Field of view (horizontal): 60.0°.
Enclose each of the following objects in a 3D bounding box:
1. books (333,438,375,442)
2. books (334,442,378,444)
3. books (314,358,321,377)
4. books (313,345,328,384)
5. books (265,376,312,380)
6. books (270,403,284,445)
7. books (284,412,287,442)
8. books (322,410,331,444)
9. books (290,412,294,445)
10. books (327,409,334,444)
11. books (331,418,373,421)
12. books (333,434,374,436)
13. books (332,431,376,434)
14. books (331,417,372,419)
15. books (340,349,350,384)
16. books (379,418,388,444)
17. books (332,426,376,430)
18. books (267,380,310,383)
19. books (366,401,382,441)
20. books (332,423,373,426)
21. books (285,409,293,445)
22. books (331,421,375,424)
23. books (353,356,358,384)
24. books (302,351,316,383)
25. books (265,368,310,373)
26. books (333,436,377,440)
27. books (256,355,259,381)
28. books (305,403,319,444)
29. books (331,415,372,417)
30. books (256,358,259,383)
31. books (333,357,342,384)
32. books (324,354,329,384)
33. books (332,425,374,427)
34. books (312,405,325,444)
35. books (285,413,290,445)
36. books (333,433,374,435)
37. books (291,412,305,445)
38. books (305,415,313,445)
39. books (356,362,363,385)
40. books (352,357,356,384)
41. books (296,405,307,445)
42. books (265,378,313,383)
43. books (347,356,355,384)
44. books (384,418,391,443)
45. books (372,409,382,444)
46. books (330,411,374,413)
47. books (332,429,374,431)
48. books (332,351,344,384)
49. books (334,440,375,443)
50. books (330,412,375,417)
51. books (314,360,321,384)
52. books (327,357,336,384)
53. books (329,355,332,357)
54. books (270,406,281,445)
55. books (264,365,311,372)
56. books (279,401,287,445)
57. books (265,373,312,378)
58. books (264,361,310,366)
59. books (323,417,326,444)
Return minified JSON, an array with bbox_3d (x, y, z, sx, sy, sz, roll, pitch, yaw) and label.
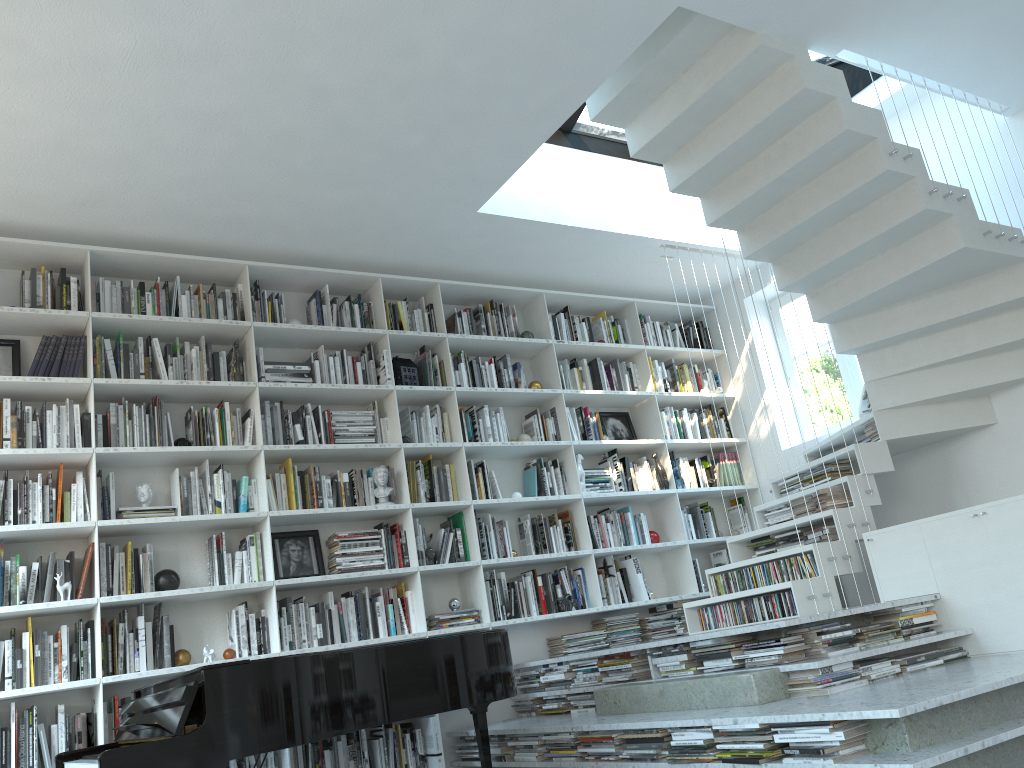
[{"bbox_3d":[-0.978,0.358,5.365,0.254,0.012,0.161,2,-21,-33],"label":"books"},{"bbox_3d":[-0.974,0.381,5.358,0.285,0.012,0.160,1,-20,-31],"label":"books"},{"bbox_3d":[-1.199,-0.028,5.399,0.024,0.222,0.129,1,-20,-32],"label":"books"},{"bbox_3d":[-1.168,-0.070,5.385,0.011,0.283,0.190,1,-20,-32],"label":"books"},{"bbox_3d":[-1.353,-0.007,5.270,0.285,0.012,0.160,2,-21,-34],"label":"books"},{"bbox_3d":[-1.372,0.272,5.146,0.029,0.294,0.151,1,-20,-32],"label":"books"},{"bbox_3d":[-1.340,0.292,5.152,0.011,0.251,0.153,1,-20,-32],"label":"books"},{"bbox_3d":[-1.125,0.298,5.279,0.015,0.244,0.183,1,-20,-32],"label":"books"},{"bbox_3d":[-1.305,0.298,5.169,0.011,0.239,0.148,1,-20,-32],"label":"books"},{"bbox_3d":[-1.107,0.294,5.277,0.013,0.246,0.177,1,-20,-32],"label":"books"},{"bbox_3d":[-0.994,0.241,5.392,0.254,0.012,0.161,0,-19,-28],"label":"books"},{"bbox_3d":[-0.981,0.335,5.370,0.254,0.012,0.161,1,-20,-30],"label":"books"},{"bbox_3d":[-0.986,0.313,5.379,0.285,0.012,0.160,1,-20,-31],"label":"books"},{"bbox_3d":[-0.999,0.230,5.401,0.254,0.012,0.161,1,-20,-30],"label":"books"},{"bbox_3d":[-1.052,-0.055,5.473,0.023,0.268,0.185,1,-20,-32],"label":"books"},{"bbox_3d":[-0.822,0.331,5.473,0.029,0.198,0.172,1,-20,-32],"label":"books"},{"bbox_3d":[-0.988,0.288,5.382,0.285,0.012,0.160,0,-20,-30],"label":"books"},{"bbox_3d":[-1.348,0.015,5.262,0.254,0.012,0.161,3,-21,-35],"label":"books"},{"bbox_3d":[-0.850,0.275,5.481,0.012,0.318,0.140,1,-20,-32],"label":"books"},{"bbox_3d":[-0.993,0.266,5.390,0.254,0.012,0.161,1,-20,-30],"label":"books"},{"bbox_3d":[-1.316,0.292,5.163,0.014,0.249,0.173,1,-20,-32],"label":"books"},{"bbox_3d":[-0.996,0.256,5.396,0.285,0.012,0.160,2,-21,-33],"label":"books"},{"bbox_3d":[-0.995,-0.036,5.498,0.012,0.230,0.159,1,-20,-32],"label":"books"},{"bbox_3d":[-1.225,-0.052,5.361,0.012,0.253,0.161,1,-20,-32],"label":"books"},{"bbox_3d":[-1.356,-0.048,5.280,0.254,0.025,0.161,3,-21,-36],"label":"books"},{"bbox_3d":[-0.978,0.345,5.365,0.285,0.012,0.160,3,-21,-35],"label":"books"},{"bbox_3d":[-1.506,-0.041,5.182,0.013,0.217,0.141,1,-20,-32],"label":"books"},{"bbox_3d":[-1.197,0.277,5.250,0.049,0.290,0.162,1,-20,-32],"label":"books"},{"bbox_3d":[-1.004,0.220,5.408,0.254,0.012,0.161,2,-20,-32],"label":"books"},{"bbox_3d":[-1.515,-0.038,5.158,0.027,0.201,0.168,1,-20,-32],"label":"books"},{"bbox_3d":[-1.095,-0.032,5.437,0.028,0.218,0.184,1,-20,-32],"label":"books"},{"bbox_3d":[-1.158,-0.042,5.400,0.021,0.237,0.172,1,-20,-32],"label":"books"},{"bbox_3d":[-0.990,0.277,5.385,0.254,0.012,0.161,3,-21,-35],"label":"books"},{"bbox_3d":[-1.159,0.284,5.255,0.021,0.268,0.192,1,-20,-32],"label":"books"},{"bbox_3d":[-1.328,0.301,5.156,0.014,0.232,0.147,1,-20,-32],"label":"books"},{"bbox_3d":[-0.983,0.323,5.373,0.254,0.012,0.161,2,-21,-34],"label":"books"},{"bbox_3d":[-1.269,0.298,5.185,0.066,0.236,0.154,1,-20,-32],"label":"books"},{"bbox_3d":[-1.213,0.311,5.223,0.024,0.216,0.148,1,-20,-32],"label":"books"},{"bbox_3d":[-0.972,-0.017,5.500,0.029,0.187,0.176,1,-20,-32],"label":"books"},{"bbox_3d":[-1.008,-0.034,5.497,0.010,0.229,0.153,1,-20,-32],"label":"books"},{"bbox_3d":[-1.242,0.280,5.225,0.022,0.284,0.131,1,-20,-32],"label":"books"},{"bbox_3d":[-1.350,0.003,5.265,0.285,0.012,0.160,3,-21,-35],"label":"books"},{"bbox_3d":[-1.025,-0.035,5.471,0.023,0.222,0.191,1,-20,-32],"label":"books"},{"bbox_3d":[-0.800,0.331,5.494,0.030,0.204,0.159,1,-20,-32],"label":"books"},{"bbox_3d":[-0.847,0.300,5.452,0.012,0.253,0.161,1,-20,-32],"label":"books"},{"bbox_3d":[-1.005,0.196,5.411,0.285,0.012,0.160,1,-20,-31],"label":"books"},{"bbox_3d":[-0.988,0.301,5.382,0.254,0.012,0.161,1,-20,-31],"label":"books"},{"bbox_3d":[-1.085,-0.050,5.476,0.029,0.272,0.141,1,-20,-32],"label":"books"},{"bbox_3d":[-0.977,0.371,5.363,0.254,0.012,0.161,2,-20,-32],"label":"books"},{"bbox_3d":[-1.000,0.205,5.402,0.285,0.012,0.160,4,-22,-37],"label":"books"},{"bbox_3d":[-1.201,-0.022,5.358,0.025,0.187,0.194,1,-20,-32],"label":"books"},{"bbox_3d":[-1.126,-0.032,5.413,0.027,0.216,0.190,1,-20,-32],"label":"books"},{"bbox_3d":[-1.119,-0.041,5.437,0.012,0.243,0.132,1,-20,-32],"label":"books"},{"bbox_3d":[-1.383,0.280,5.113,0.025,0.265,0.186,1,-20,-32],"label":"books"},{"bbox_3d":[-1.362,-0.070,5.290,0.285,0.024,0.160,1,-20,-31],"label":"books"},{"bbox_3d":[-1.352,0.268,5.151,0.011,0.299,0.180,1,-20,-32],"label":"books"},{"bbox_3d":[-1.351,-0.026,5.270,0.285,0.024,0.160,0,-19,-28],"label":"books"},{"bbox_3d":[-1.369,-0.091,5.301,0.285,0.024,0.160,2,-20,-32],"label":"books"},{"bbox_3d":[-1.143,0.314,5.272,0.024,0.215,0.133,1,-20,-32],"label":"books"}]
